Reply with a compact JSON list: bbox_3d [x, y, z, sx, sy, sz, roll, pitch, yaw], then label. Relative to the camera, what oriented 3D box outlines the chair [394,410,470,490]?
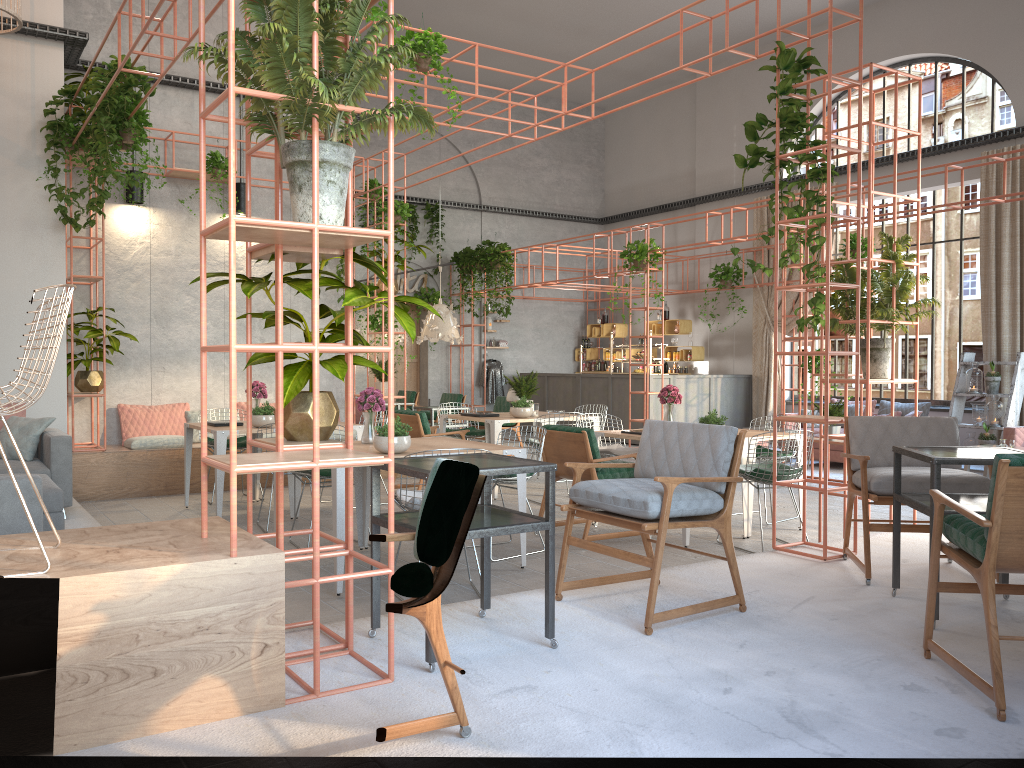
[{"bbox_3d":[-0.882,0.740,9.573,0.685,0.917,0.722,-1,2,-33],"label":"chair"}]

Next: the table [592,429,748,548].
[{"bbox_3d":[1.312,0.843,7.559,0.694,0.830,1.205,-1,2,-33],"label":"table"}]

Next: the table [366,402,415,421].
[{"bbox_3d":[-1.995,0.701,14.479,0.635,0.798,0.602,-1,2,-33],"label":"table"}]

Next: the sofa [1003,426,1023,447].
[{"bbox_3d":[6.796,0.880,10.237,1.960,0.672,2.219,-1,2,-33],"label":"sofa"}]

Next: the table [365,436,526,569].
[{"bbox_3d":[-0.517,0.851,6.435,0.694,0.830,1.214,-1,2,-33],"label":"table"}]

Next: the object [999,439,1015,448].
[{"bbox_3d":[5.825,0.732,10.494,0.199,0.145,0.156,0,1,-18],"label":"object"}]

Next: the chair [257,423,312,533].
[{"bbox_3d":[-1.921,0.774,7.695,0.565,0.941,0.717,0,1,-17],"label":"chair"}]

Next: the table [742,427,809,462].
[{"bbox_3d":[3.988,0.908,13.455,0.520,0.455,0.916,-1,2,-33],"label":"table"}]

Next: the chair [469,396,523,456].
[{"bbox_3d":[-0.254,0.660,13.505,0.685,0.929,0.722,-1,2,-33],"label":"chair"}]

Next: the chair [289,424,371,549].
[{"bbox_3d":[-1.449,0.792,6.954,0.565,0.941,0.717,-1,2,-32],"label":"chair"}]

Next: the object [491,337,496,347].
[{"bbox_3d":[-0.385,-0.889,18.752,0.081,0.204,0.081,-1,2,-33],"label":"object"}]

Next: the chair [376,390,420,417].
[{"bbox_3d":[-2.160,0.590,16.443,0.685,0.930,0.722,-1,2,-33],"label":"chair"}]

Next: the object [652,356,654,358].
[{"bbox_3d":[2.478,-0.499,15.847,0.152,0.058,0.095,-1,2,-42],"label":"object"}]

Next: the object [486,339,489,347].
[{"bbox_3d":[-0.519,-0.867,18.681,0.055,0.164,0.092,0,1,-14],"label":"object"}]

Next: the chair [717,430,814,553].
[{"bbox_3d":[1.977,0.802,6.906,0.565,0.941,0.717,0,1,-17],"label":"chair"}]

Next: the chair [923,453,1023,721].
[{"bbox_3d":[2.042,0.700,3.336,0.722,0.917,0.685,0,1,7],"label":"chair"}]

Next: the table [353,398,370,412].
[{"bbox_3d":[-2.950,0.666,15.950,0.635,0.798,0.602,-1,2,-33],"label":"table"}]

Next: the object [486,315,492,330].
[{"bbox_3d":[-0.490,-1.303,18.670,0.136,0.336,0.145,0,1,-19],"label":"object"}]

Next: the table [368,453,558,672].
[{"bbox_3d":[-0.222,0.739,3.890,0.635,0.798,0.602,-1,2,-33],"label":"table"}]

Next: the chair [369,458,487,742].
[{"bbox_3d":[-0.253,0.708,2.469,0.685,0.929,0.722,-1,2,-33],"label":"chair"}]

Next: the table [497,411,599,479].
[{"bbox_3d":[0.364,0.767,10.267,0.694,0.830,1.214,-1,2,-33],"label":"table"}]

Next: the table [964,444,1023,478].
[{"bbox_3d":[5.912,0.983,10.490,0.520,0.455,0.916,-1,2,-33],"label":"table"}]

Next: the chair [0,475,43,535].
[{"bbox_3d":[-3.071,0.732,4.614,1.056,0.586,1.127,-1,2,-33],"label":"chair"}]

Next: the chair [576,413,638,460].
[{"bbox_3d":[0.960,0.764,8.459,0.565,0.941,0.717,-1,2,-32],"label":"chair"}]

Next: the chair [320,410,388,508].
[{"bbox_3d":[-1.593,0.746,9.019,0.717,0.941,0.565,-1,2,-37],"label":"chair"}]

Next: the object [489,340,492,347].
[{"bbox_3d":[-0.453,-0.861,18.699,0.063,0.151,0.063,1,2,43],"label":"object"}]

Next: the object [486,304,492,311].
[{"bbox_3d":[-0.491,-1.607,18.654,0.133,0.145,0.133,1,1,19],"label":"object"}]

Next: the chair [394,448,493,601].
[{"bbox_3d":[-0.432,0.829,5.401,0.565,0.941,0.717,0,1,-17],"label":"chair"}]

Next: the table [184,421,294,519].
[{"bbox_3d":[-2.586,0.803,8.348,0.694,0.830,1.205,-1,2,-33],"label":"table"}]

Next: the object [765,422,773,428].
[{"bbox_3d":[3.901,0.661,13.459,0.199,0.145,0.156,0,1,-18],"label":"object"}]

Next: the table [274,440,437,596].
[{"bbox_3d":[-1.098,0.858,6.054,0.694,0.830,1.205,-1,2,-33],"label":"table"}]

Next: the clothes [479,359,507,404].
[{"bbox_3d":[-0.382,-0.028,18.757,0.366,0.997,0.625,1,2,37],"label":"clothes"}]

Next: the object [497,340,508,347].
[{"bbox_3d":[-0.205,-0.858,18.870,0.219,0.149,0.129,-1,2,-33],"label":"object"}]

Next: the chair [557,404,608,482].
[{"bbox_3d":[0.775,0.717,10.555,0.717,0.941,0.565,-1,2,-37],"label":"chair"}]

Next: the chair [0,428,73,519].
[{"bbox_3d":[-4.187,0.717,7.083,1.127,0.672,1.052,-1,2,-33],"label":"chair"}]

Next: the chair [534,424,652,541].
[{"bbox_3d":[0.647,0.795,7.247,0.685,0.917,0.722,-1,2,-33],"label":"chair"}]

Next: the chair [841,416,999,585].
[{"bbox_3d":[2.370,0.660,5.216,0.722,0.914,0.685,0,1,7],"label":"chair"}]

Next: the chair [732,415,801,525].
[{"bbox_3d":[2.305,0.773,8.230,0.717,0.941,0.565,-1,2,-37],"label":"chair"}]

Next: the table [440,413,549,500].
[{"bbox_3d":[-0.218,0.774,9.884,0.694,0.830,1.205,-1,2,-33],"label":"table"}]

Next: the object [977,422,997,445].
[{"bbox_3d":[6.391,0.751,11.923,0.236,0.464,0.225,1,2,35],"label":"object"}]

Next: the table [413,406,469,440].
[{"bbox_3d":[-1.040,0.736,13.007,0.635,0.798,0.602,-1,2,-33],"label":"table"}]

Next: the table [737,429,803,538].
[{"bbox_3d":[1.894,0.835,7.942,0.694,0.830,1.214,-1,2,-33],"label":"table"}]

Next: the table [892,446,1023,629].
[{"bbox_3d":[2.272,0.734,4.373,0.602,0.798,0.635,0,1,7],"label":"table"}]

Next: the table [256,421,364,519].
[{"bbox_3d":[-2.004,0.796,8.730,0.694,0.830,1.214,-1,2,-33],"label":"table"}]

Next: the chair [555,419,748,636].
[{"bbox_3d":[0.704,0.665,4.479,0.685,0.929,0.722,-1,2,-33],"label":"chair"}]

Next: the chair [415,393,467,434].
[{"bbox_3d":[-1.217,0.624,14.990,0.685,0.930,0.722,-1,2,-33],"label":"chair"}]

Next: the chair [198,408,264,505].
[{"bbox_3d":[-2.938,0.737,9.247,0.565,0.941,0.717,-1,2,-32],"label":"chair"}]

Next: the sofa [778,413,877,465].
[{"bbox_3d":[4.872,0.809,13.202,1.960,0.672,2.219,-1,2,-33],"label":"sofa"}]

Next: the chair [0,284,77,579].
[{"bbox_3d":[-1.820,0.136,2.903,0.717,0.941,0.565,0,1,-24],"label":"chair"}]

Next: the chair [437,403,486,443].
[{"bbox_3d":[-0.570,0.709,10.784,0.565,0.941,0.717,-1,2,-32],"label":"chair"}]

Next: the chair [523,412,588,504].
[{"bbox_3d":[0.448,0.746,9.231,0.565,0.941,0.717,0,1,-17],"label":"chair"}]

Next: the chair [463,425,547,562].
[{"bbox_3d":[-0.104,0.801,6.725,0.717,0.941,0.565,-1,2,-37],"label":"chair"}]
